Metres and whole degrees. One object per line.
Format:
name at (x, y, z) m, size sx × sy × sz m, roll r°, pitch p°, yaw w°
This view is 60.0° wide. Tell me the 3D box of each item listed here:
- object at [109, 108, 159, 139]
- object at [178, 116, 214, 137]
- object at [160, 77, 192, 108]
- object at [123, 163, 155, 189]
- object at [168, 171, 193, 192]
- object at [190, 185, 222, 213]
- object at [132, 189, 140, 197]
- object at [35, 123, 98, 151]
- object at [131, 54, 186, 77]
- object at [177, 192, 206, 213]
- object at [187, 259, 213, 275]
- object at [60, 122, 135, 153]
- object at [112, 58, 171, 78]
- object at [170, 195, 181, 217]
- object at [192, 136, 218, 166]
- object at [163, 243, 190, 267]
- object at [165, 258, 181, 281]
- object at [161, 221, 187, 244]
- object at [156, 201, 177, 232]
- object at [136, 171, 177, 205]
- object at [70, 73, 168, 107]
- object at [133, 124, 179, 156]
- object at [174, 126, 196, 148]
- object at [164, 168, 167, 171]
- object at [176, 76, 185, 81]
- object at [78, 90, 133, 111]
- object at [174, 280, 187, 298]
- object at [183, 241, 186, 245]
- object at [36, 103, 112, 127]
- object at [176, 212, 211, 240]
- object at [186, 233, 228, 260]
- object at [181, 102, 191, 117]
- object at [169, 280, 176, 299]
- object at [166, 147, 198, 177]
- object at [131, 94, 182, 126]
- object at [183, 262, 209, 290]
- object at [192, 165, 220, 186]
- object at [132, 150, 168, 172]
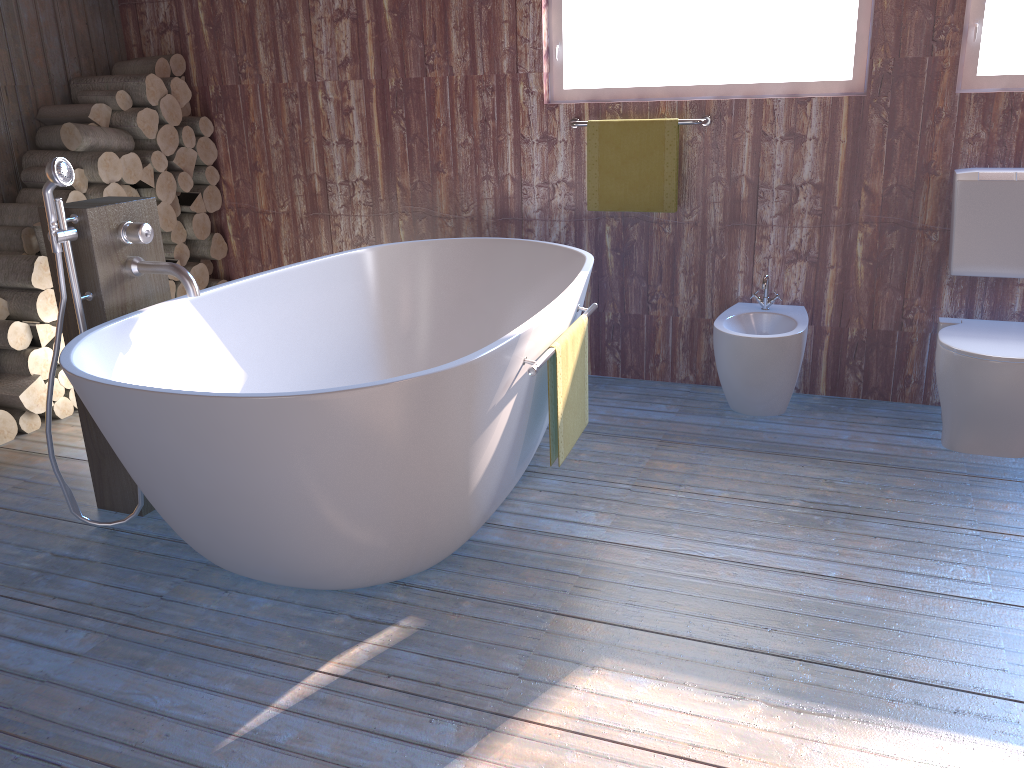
object at (-1.840, -1.193, 4.056) m, size 0.458 × 0.148 × 0.139 m, roll 6°, pitch 20°, yaw 21°
object at (-1.686, -1.273, 4.385) m, size 0.438 × 0.109 × 0.102 m, roll 6°, pitch 20°, yaw 21°
object at (-1.756, -1.385, 4.234) m, size 0.456 × 0.142 × 0.133 m, roll 6°, pitch 20°, yaw 22°
object at (-1.837, -0.943, 4.062) m, size 0.424 × 0.124 × 0.109 m, roll 5°, pitch 20°, yaw 20°
object at (-1.750, -0.983, 4.285) m, size 0.438 × 0.109 × 0.102 m, roll 6°, pitch 20°, yaw 21°
object at (-1.688, -0.892, 4.501) m, size 0.439 × 0.256 × 0.137 m, roll 6°, pitch 20°, yaw 21°
object at (-1.839, -0.860, 4.097) m, size 0.280 × 0.096 × 0.085 m, roll 6°, pitch 20°, yaw 22°
object at (-1.973, -1.092, 3.951) m, size 0.291 × 0.130 × 0.113 m, roll 6°, pitch 20°, yaw 22°
object at (-1.729, -1.540, 4.312) m, size 0.271 × 0.113 × 0.112 m, roll 5°, pitch 20°, yaw 21°
object at (-1.722, -0.900, 4.383) m, size 0.423 × 0.112 × 0.115 m, roll 6°, pitch 20°, yaw 21°
object at (-1.718, -0.620, 4.614) m, size 0.301 × 0.113 × 0.114 m, roll 5°, pitch 20°, yaw 19°
object at (-1.799, -1.063, 3.858) m, size 0.121 × 0.157 × 0.302 m, roll 6°, pitch 20°, yaw 22°
object at (-1.766, -1.485, 4.225) m, size 0.270 × 0.121 × 0.104 m, roll 6°, pitch 20°, yaw 22°
object at (-1.756, -0.861, 4.266) m, size 0.302 × 0.118 × 0.111 m, roll 5°, pitch 20°, yaw 20°
object at (-1.691, -1.162, 4.410) m, size 0.439 × 0.152 × 0.147 m, roll 6°, pitch 20°, yaw 21°
object at (-1.733, -0.637, 4.337) m, size 0.289 × 0.117 × 0.116 m, roll 5°, pitch 20°, yaw 19°
object at (-1.790, -0.559, 4.283) m, size 0.423 × 0.112 × 0.115 m, roll 6°, pitch 20°, yaw 21°
object at (-1.741, -0.739, 4.303) m, size 0.301 × 0.113 × 0.114 m, roll 5°, pitch 20°, yaw 19°
object at (-1.809, -0.792, 4.181) m, size 0.437 × 0.143 × 0.141 m, roll 5°, pitch 20°, yaw 19°
object at (-1.798, -0.923, 4.180) m, size 0.439 × 0.157 × 0.136 m, roll 6°, pitch 20°, yaw 22°
object at (-1.813, -1.351, 4.088) m, size 0.456 × 0.139 × 0.135 m, roll 6°, pitch 20°, yaw 22°
object at (-1.785, -1.137, 4.164) m, size 0.440 × 0.151 × 0.143 m, roll 6°, pitch 20°, yaw 21°
object at (-1.732, -1.191, 4.282) m, size 0.437 × 0.106 × 0.089 m, roll 6°, pitch 20°, yaw 22°
object at (-1.761, -1.014, 4.192) m, size 0.278 × 0.090 × 0.095 m, roll 6°, pitch 20°, yaw 22°
object at (-1.739, -1.462, 4.348) m, size 0.281 × 0.100 × 0.081 m, roll 5°, pitch 20°, yaw 21°
object at (-1.829, -1.273, 3.986) m, size 0.227 × 0.097 × 0.094 m, roll 6°, pitch 20°, yaw 22°
object at (-1.775, -0.461, 4.371) m, size 0.439 × 0.145 × 0.135 m, roll 6°, pitch 20°, yaw 21°
object at (-1.811, -0.684, 4.482) m, size 0.319 × 0.106 × 0.118 m, roll 5°, pitch 20°, yaw 19°
object at (-1.957, -1.190, 3.971) m, size 0.319 × 0.121 × 0.140 m, roll 6°, pitch 20°, yaw 23°
object at (-1.725, -0.790, 4.422) m, size 0.437 × 0.133 × 0.137 m, roll 5°, pitch 20°, yaw 19°
object at (-1.696, -0.713, 4.554) m, size 0.455 × 0.137 × 0.139 m, roll 5°, pitch 20°, yaw 19°
object at (-1.724, -1.366, 4.365) m, size 0.269 × 0.115 × 0.107 m, roll 6°, pitch 20°, yaw 22°
object at (-1.836, -0.447, 4.248) m, size 0.458 × 0.148 × 0.139 m, roll 6°, pitch 20°, yaw 21°
object at (-1.768, -1.073, 4.302) m, size 0.482 × 0.151 × 0.172 m, roll 6°, pitch 20°, yaw 22°
object at (-1.775, -1.278, 4.156) m, size 0.437 × 0.143 × 0.141 m, roll 5°, pitch 20°, yaw 19°
object at (-1.739, -0.550, 4.441) m, size 0.440 × 0.147 × 0.138 m, roll 6°, pitch 20°, yaw 21°
object at (-1.680, -1.052, 4.454) m, size 0.438 × 0.109 × 0.102 m, roll 6°, pitch 20°, yaw 21°
object at (-1.807, -1.038, 4.118) m, size 0.438 × 0.109 × 0.102 m, roll 6°, pitch 20°, yaw 21°
